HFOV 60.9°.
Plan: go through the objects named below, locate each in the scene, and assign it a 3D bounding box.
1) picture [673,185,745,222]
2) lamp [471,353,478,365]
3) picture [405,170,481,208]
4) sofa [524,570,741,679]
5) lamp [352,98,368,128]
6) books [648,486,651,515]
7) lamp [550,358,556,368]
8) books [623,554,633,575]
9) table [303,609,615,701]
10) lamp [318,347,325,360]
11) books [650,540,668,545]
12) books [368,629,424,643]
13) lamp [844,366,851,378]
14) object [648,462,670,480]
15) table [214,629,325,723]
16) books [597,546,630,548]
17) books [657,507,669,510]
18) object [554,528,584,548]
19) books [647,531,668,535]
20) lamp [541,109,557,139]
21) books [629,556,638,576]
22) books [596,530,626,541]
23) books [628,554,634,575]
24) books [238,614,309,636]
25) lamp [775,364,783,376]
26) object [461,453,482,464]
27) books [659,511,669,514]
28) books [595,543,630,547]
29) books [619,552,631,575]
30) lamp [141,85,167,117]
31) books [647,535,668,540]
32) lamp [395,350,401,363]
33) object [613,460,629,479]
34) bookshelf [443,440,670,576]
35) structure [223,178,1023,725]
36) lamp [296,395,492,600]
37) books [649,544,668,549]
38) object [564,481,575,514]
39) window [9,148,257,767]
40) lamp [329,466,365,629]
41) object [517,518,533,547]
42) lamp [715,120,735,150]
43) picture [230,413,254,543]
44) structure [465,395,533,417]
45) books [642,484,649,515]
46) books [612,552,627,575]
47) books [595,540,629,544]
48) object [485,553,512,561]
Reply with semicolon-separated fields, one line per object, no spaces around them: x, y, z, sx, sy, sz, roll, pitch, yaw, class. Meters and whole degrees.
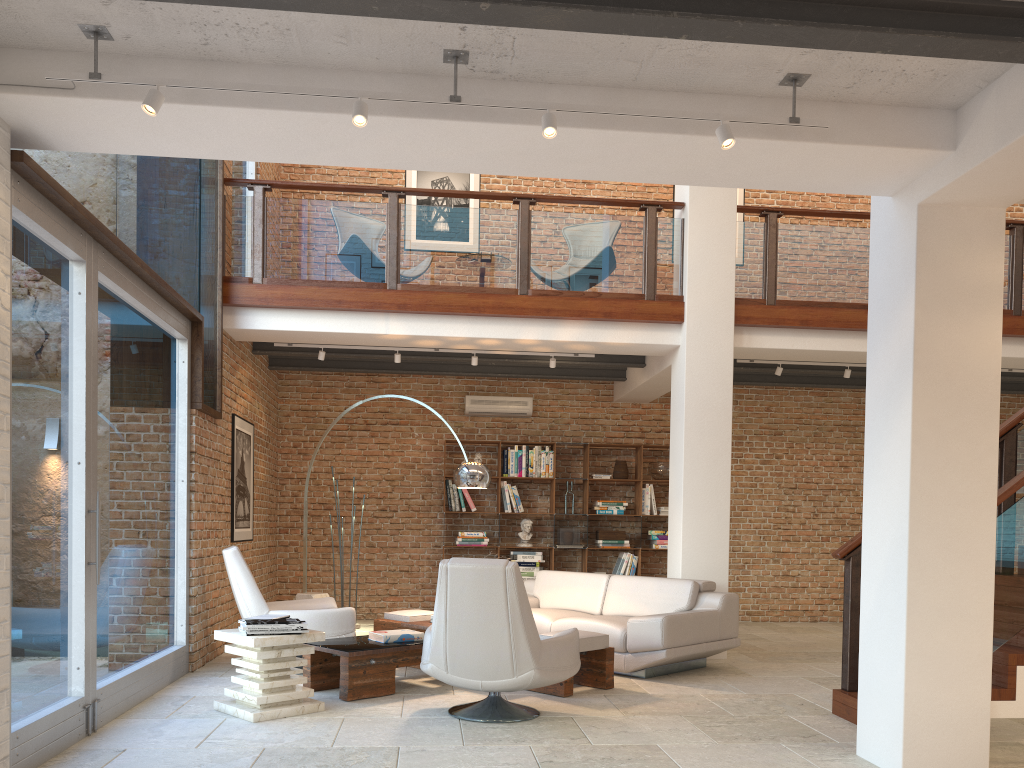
2.457;-2.089;10.898;0.914;1.190;0.027;1;1;-6;picture
-0.364;-0.235;8.498;0.061;0.128;0.086;1;-2;-3;lamp
-0.841;-2.194;10.577;0.914;1.190;0.027;1;1;-6;picture
0.722;2.082;7.772;2.340;0.749;1.152;-7;-10;44;sofa
-0.592;-1.065;3.399;0.061;0.120;0.086;1;-2;-3;lamp
1.656;1.436;10.710;0.021;0.356;0.273;1;-2;-5;books
0.401;-0.216;8.582;0.061;0.115;0.095;1;-3;1;lamp
1.399;2.258;10.708;0.098;0.352;0.273;1;-3;-5;books
-0.590;2.038;6.627;1.985;0.425;2.216;9;-12;-44;table
-1.824;-0.282;8.353;0.059;0.128;0.086;1;-2;-36;lamp
1.899;1.949;10.747;0.327;0.055;0.258;3;-9;-10;books
-0.840;1.828;6.323;0.328;0.056;0.256;7;-11;-35;books
3.411;-0.115;8.865;0.061;0.128;0.086;1;-2;-3;lamp
1.890;1.081;10.704;0.439;0.217;0.439;-4;-9;36;object
-1.525;1.803;5.481;0.496;0.500;0.498;-3;-5;44;table
1.242;2.000;10.687;0.356;0.020;0.275;2;-9;-7;books
1.887;1.530;10.722;0.132;0.033;0.208;3;-9;-15;books
0.686;1.870;10.592;0.336;0.231;0.286;1;-5;-5;object
1.838;1.837;10.749;0.326;0.055;0.258;0;-9;4;books
0.149;-1.036;3.472;0.061;0.128;0.086;1;-2;-3;lamp
1.465;2.270;10.709;0.116;0.331;0.256;1;-3;-5;books
1.207;1.854;10.669;0.335;0.118;0.215;2;-7;-5;books
1.420;2.263;10.719;0.098;0.352;0.273;1;-3;-5;books
-1.526;1.522;5.531;0.390;0.078;0.574;4;-10;-21;books
2.692;-0.138;8.792;0.059;0.128;0.086;1;-2;-36;lamp
-0.481;0.962;10.437;0.252;0.281;0.131;1;0;2;object
1.886;1.583;10.724;0.132;0.033;0.208;0;-9;4;books
1.228;1.973;10.699;0.380;0.036;0.247;3;-9;-10;books
1.348;2.246;10.692;0.161;0.370;0.245;1;-2;-5;books
-1.371;-1.084;3.331;0.059;0.128;0.087;0;-2;45;lamp
1.854;1.894;10.752;0.326;0.055;0.258;2;-9;-5;books
-1.105;-0.263;8.425;0.061;0.120;0.086;1;-2;-3;lamp
1.323;1.050;10.605;0.193;0.231;0.195;-2;-4;42;object
0.686;1.825;10.607;3.035;2.189;0.365;1;1;-6;bookshelf
2.701;-0.176;4.060;10.157;4.097;14.022;2;-8;-5;structure
-1.072;1.264;7.764;2.033;2.336;0.320;-1;0;31;lamp
1.873;2.004;10.746;0.326;0.055;0.258;1;-9;-3;books
0.697;1.378;10.560;0.121;0.397;0.062;1;1;-3;object
-2.369;-1.522;3.024;0.648;6.328;12.477;1;-7;-5;window
-1.856;1.829;9.711;0.418;1.809;0.199;0;1;-35;lamp
0.163;1.801;10.566;0.196;0.348;0.194;1;-1;10;object
0.867;-1.013;3.544;0.059;0.128;0.086;1;-2;-36;lamp
-2.604;0.934;8.439;0.027;1.187;0.919;1;-3;-5;picture
-0.164;0.274;10.619;0.813;0.218;0.201;2;-4;-6;structure
1.629;1.420;10.697;0.036;0.381;0.245;1;-2;-5;books
1.304;2.250;10.712;0.163;0.370;0.245;1;-2;-5;books
1.217;1.930;10.663;0.380;0.036;0.247;2;-9;-7;books
-0.221;1.601;6.805;0.544;0.603;0.317;3;-2;-35;object
